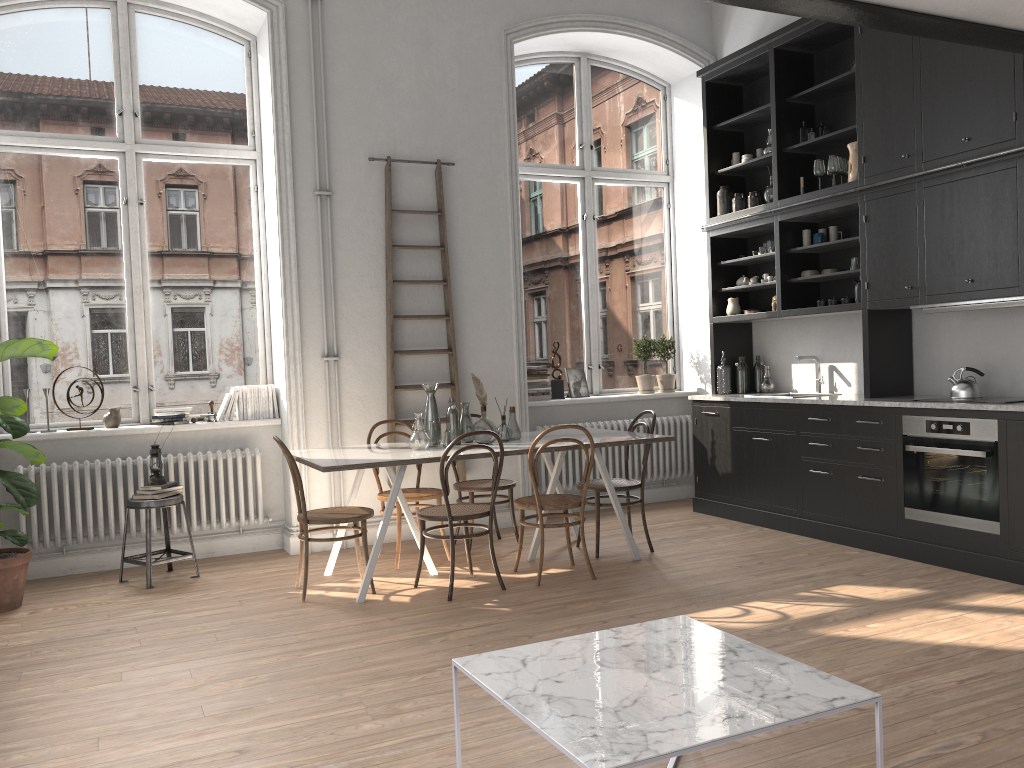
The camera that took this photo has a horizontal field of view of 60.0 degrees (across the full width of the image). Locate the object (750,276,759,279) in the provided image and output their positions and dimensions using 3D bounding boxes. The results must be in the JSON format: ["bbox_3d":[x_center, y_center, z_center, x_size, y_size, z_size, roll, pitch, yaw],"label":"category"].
[{"bbox_3d":[1.918,-0.832,7.026,0.055,0.047,0.058,-3,2,-10],"label":"object"}]

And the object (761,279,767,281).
[{"bbox_3d":[1.976,-0.803,6.885,0.085,0.016,0.085,-2,2,16],"label":"object"}]

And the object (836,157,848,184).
[{"bbox_3d":[2.282,-1.455,6.140,0.083,0.221,0.083,-3,2,-26],"label":"object"}]

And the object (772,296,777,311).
[{"bbox_3d":[1.996,-0.607,6.691,0.069,0.123,0.173,-2,2,7],"label":"object"}]

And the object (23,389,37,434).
[{"bbox_3d":[-3.172,0.178,5.808,0.095,0.289,0.095,-2,2,6],"label":"object"}]

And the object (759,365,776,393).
[{"bbox_3d":[2.044,-0.040,7.095,0.132,0.219,0.120,-3,2,-25],"label":"object"}]

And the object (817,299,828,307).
[{"bbox_3d":[2.199,-0.572,6.260,0.088,0.059,0.104,-3,2,-36],"label":"object"}]

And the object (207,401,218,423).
[{"bbox_3d":[-2.106,0.192,6.224,0.088,0.153,0.048,-1,2,35],"label":"object"}]

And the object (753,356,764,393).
[{"bbox_3d":[2.007,-0.080,7.217,0.086,0.301,0.086,-2,2,21],"label":"object"}]

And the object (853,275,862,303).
[{"bbox_3d":[2.374,-0.638,5.965,0.124,0.192,0.129,-2,2,3],"label":"object"}]

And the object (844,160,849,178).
[{"bbox_3d":[2.374,-1.461,6.241,0.083,0.221,0.083,-2,2,6],"label":"object"}]

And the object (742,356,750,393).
[{"bbox_3d":[1.905,-0.078,7.286,0.086,0.301,0.086,-3,2,-11],"label":"object"}]

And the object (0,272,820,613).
[{"bbox_3d":[-0.569,0.238,5.850,5.826,1.843,0.792,-3,2,-20],"label":"object"}]

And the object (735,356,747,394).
[{"bbox_3d":[1.851,-0.073,7.174,0.086,0.301,0.086,-4,2,-39],"label":"object"}]

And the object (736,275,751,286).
[{"bbox_3d":[1.877,-0.830,7.181,0.140,0.100,0.125,-4,2,-44],"label":"object"}]

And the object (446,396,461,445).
[{"bbox_3d":[-0.366,0.229,5.520,0.086,0.301,0.086,-4,2,-39],"label":"object"}]

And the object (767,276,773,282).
[{"bbox_3d":[1.983,-0.802,6.821,0.049,0.054,0.039,-2,2,1],"label":"object"}]

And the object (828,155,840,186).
[{"bbox_3d":[2.204,-1.450,6.069,0.083,0.221,0.083,-2,2,21],"label":"object"}]

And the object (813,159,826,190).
[{"bbox_3d":[2.147,-1.451,6.186,0.083,0.221,0.083,-2,2,6],"label":"object"}]

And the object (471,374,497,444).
[{"bbox_3d":[-0.177,0.149,5.510,0.156,0.446,0.157,-3,2,-7],"label":"object"}]

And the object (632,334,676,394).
[{"bbox_3d":[1.263,-0.181,7.863,0.500,0.524,0.234,-4,2,-36],"label":"object"}]

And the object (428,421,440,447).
[{"bbox_3d":[-0.489,0.307,5.463,0.083,0.158,0.083,-3,2,-29],"label":"object"}]

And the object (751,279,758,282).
[{"bbox_3d":[1.919,-0.812,7.027,0.056,0.033,0.058,-1,2,40],"label":"object"}]

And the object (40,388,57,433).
[{"bbox_3d":[-3.042,0.173,5.806,0.095,0.289,0.095,-2,2,-3],"label":"object"}]

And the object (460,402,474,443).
[{"bbox_3d":[-0.294,0.246,5.635,0.100,0.255,0.098,-1,3,42],"label":"object"}]

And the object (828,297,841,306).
[{"bbox_3d":[2.240,-0.571,6.155,0.104,0.059,0.088,-1,2,44],"label":"object"}]

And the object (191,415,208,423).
[{"bbox_3d":[-2.205,0.247,6.240,0.088,0.048,0.153,-2,2,15],"label":"object"}]

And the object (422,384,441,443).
[{"bbox_3d":[-0.504,0.192,5.579,0.116,0.383,0.116,-3,2,-14],"label":"object"}]

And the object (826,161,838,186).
[{"bbox_3d":[2.247,-1.456,6.215,0.083,0.221,0.083,-4,2,-33],"label":"object"}]

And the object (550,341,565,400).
[{"bbox_3d":[0.374,-0.117,7.444,0.122,0.488,0.102,-2,2,-1],"label":"object"}]

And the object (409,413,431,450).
[{"bbox_3d":[-0.552,0.283,5.292,0.132,0.219,0.132,-4,2,-36],"label":"object"}]

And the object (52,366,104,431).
[{"bbox_3d":[-2.881,0.095,5.902,0.347,0.425,0.087,-2,2,7],"label":"object"}]

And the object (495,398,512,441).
[{"bbox_3d":[-0.054,0.222,5.656,0.106,0.283,0.107,-3,2,-30],"label":"object"}]

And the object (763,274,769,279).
[{"bbox_3d":[1.974,-0.828,6.889,0.039,0.055,0.049,-2,2,-5],"label":"object"}]

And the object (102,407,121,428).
[{"bbox_3d":[-2.700,0.227,5.985,0.102,0.142,0.100,-1,2,40],"label":"object"}]

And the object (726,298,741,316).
[{"bbox_3d":[1.793,-0.621,7.161,0.115,0.144,0.127,-1,2,44],"label":"object"}]

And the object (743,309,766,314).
[{"bbox_3d":[1.925,-0.569,7.050,0.180,0.037,0.180,-4,2,-40],"label":"object"}]

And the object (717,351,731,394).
[{"bbox_3d":[1.716,-0.094,7.182,0.109,0.349,0.109,-4,3,-44],"label":"object"}]

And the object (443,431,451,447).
[{"bbox_3d":[-0.393,0.337,5.404,0.058,0.094,0.058,-2,2,3],"label":"object"}]

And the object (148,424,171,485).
[{"bbox_3d":[-2.244,0.443,5.647,0.154,0.383,0.163,-1,2,38],"label":"object"}]

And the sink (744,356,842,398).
[{"bbox_3d":[2.095,0.049,6.578,0.514,0.505,0.526,-3,2,-25],"label":"sink"}]

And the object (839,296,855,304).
[{"bbox_3d":[2.301,-0.571,6.073,0.104,0.059,0.088,-3,2,-16],"label":"object"}]

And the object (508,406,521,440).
[{"bbox_3d":[0.006,0.252,5.768,0.101,0.212,0.101,-2,2,14],"label":"object"}]
